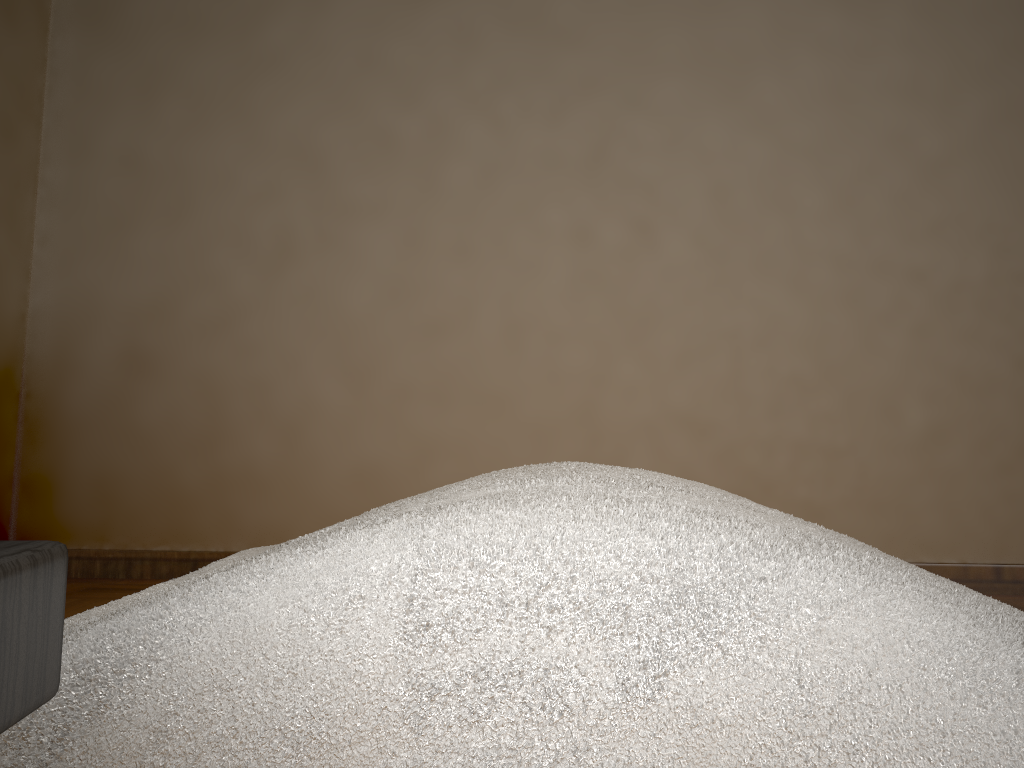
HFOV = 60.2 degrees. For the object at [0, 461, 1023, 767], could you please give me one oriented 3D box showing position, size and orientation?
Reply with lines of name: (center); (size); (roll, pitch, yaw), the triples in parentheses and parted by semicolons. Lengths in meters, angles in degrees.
object: (0.142, 0.331, 0.609); (0.908, 0.526, 0.910); (0, -4, 5)
